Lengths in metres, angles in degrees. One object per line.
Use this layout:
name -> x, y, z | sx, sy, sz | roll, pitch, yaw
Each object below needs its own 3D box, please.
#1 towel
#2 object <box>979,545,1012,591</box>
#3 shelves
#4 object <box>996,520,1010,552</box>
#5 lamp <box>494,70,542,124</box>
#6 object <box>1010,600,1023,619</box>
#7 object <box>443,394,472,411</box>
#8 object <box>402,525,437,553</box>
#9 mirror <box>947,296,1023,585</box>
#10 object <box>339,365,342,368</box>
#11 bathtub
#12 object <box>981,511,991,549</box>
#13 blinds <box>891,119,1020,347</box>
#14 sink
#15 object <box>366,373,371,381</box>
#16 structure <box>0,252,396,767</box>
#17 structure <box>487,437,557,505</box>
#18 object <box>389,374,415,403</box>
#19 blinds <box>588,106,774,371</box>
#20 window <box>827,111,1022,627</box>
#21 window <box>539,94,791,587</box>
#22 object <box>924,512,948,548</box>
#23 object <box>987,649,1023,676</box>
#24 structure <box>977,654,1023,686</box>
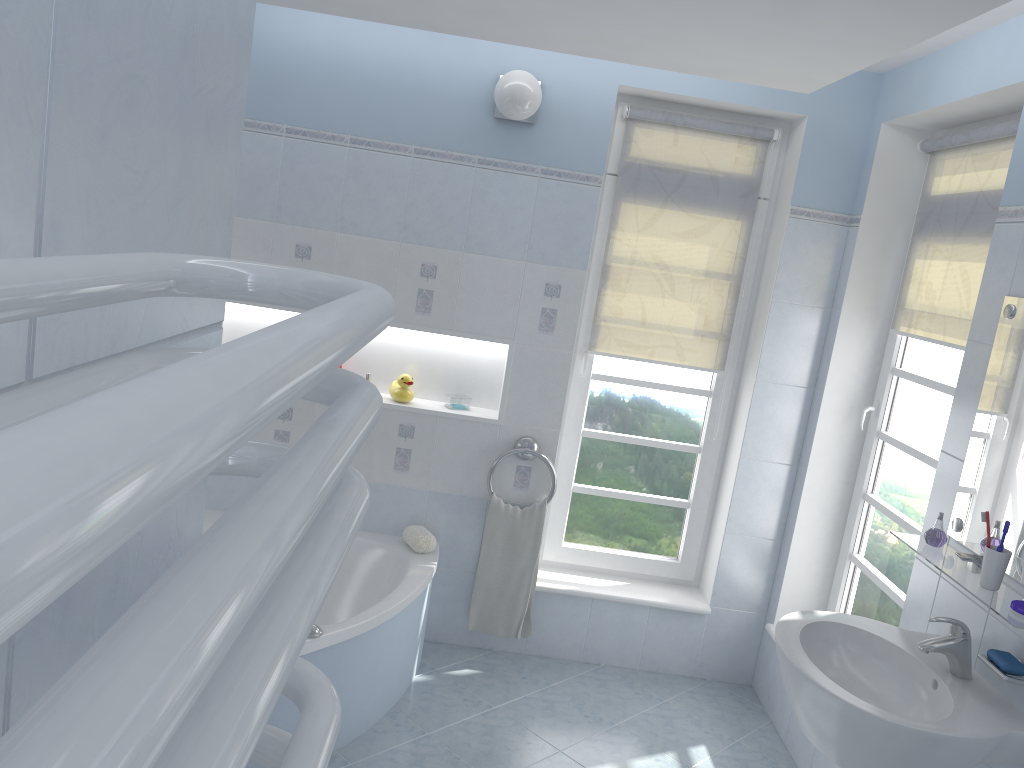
towel -> -0.008, 0.766, 3.727 | 0.280, 0.635, 0.083 | 9, 9, -2
object -> 1.148, 0.441, 2.113 | 0.058, 0.100, 0.058 | 10, 9, 4
shelves -> 1.153, 0.495, 2.207 | 0.170, 0.045, 0.620 | 9, 9, -2
object -> 1.147, 0.402, 2.093 | 0.012, 0.175, 0.054 | 13, 10, 23
lamp -> 0.023, -1.091, 3.358 | 0.180, 0.180, 0.216 | 9, 9, -2
object -> 1.153, 0.506, 1.969 | 0.083, 0.020, 0.083 | 10, 9, 5
object -> -0.231, 0.077, 3.771 | 0.102, 0.053, 0.072 | 4, 10, -27
object -> -0.380, 0.637, 3.645 | 0.105, 0.077, 0.165 | 3, 11, -30
mirror -> 1.288, 0.144, 2.152 | 0.012, 0.680, 0.620 | 9, 9, -2
object -> -0.753, -0.062, 3.704 | 0.092, 0.190, 0.044 | 4, 10, -27
bathtub -> -1.097, 0.810, 2.990 | 1.596, 0.670, 1.578 | 9, 9, -2
object -> 1.131, 0.393, 2.124 | 0.050, 0.178, 0.012 | 16, 12, 36
blinds -> 1.514, -0.495, 3.002 | 0.046, 0.732, 0.800 | 9, 9, -2
sink -> 0.929, 0.806, 2.254 | 0.533, 0.489, 0.634 | 9, 9, -2
object -> -0.610, 0.001, 3.740 | 0.030, 0.096, 0.030 | 3, 11, -30
structure -> -0.178, 0.420, 0.214 | 0.138, 0.950, 0.524 | 9, 9, -2
structure -> 0.045, 0.385, 3.686 | 0.291, 0.332, 0.051 | 9, 9, -2
object -> -0.459, 0.014, 3.725 | 0.095, 0.122, 0.132 | 2, 12, -37
blinds -> 0.698, -0.587, 3.711 | 0.598, 1.032, 0.046 | 9, 9, -2
window -> 1.477, 0.116, 3.100 | 0.142, 2.067, 0.963 | 9, 9, -2
window -> 0.630, -0.139, 3.844 | 0.758, 2.067, 0.142 | 9, 9, -2
object -> 1.160, 0.396, 2.416 | 0.059, 0.094, 0.059 | 4, 11, -30
object -> 1.165, 0.655, 2.087 | 0.060, 0.027, 0.090 | 9, 9, 0
structure -> 1.171, 0.674, 2.089 | 0.092, 0.034, 0.124 | 9, 9, -2
